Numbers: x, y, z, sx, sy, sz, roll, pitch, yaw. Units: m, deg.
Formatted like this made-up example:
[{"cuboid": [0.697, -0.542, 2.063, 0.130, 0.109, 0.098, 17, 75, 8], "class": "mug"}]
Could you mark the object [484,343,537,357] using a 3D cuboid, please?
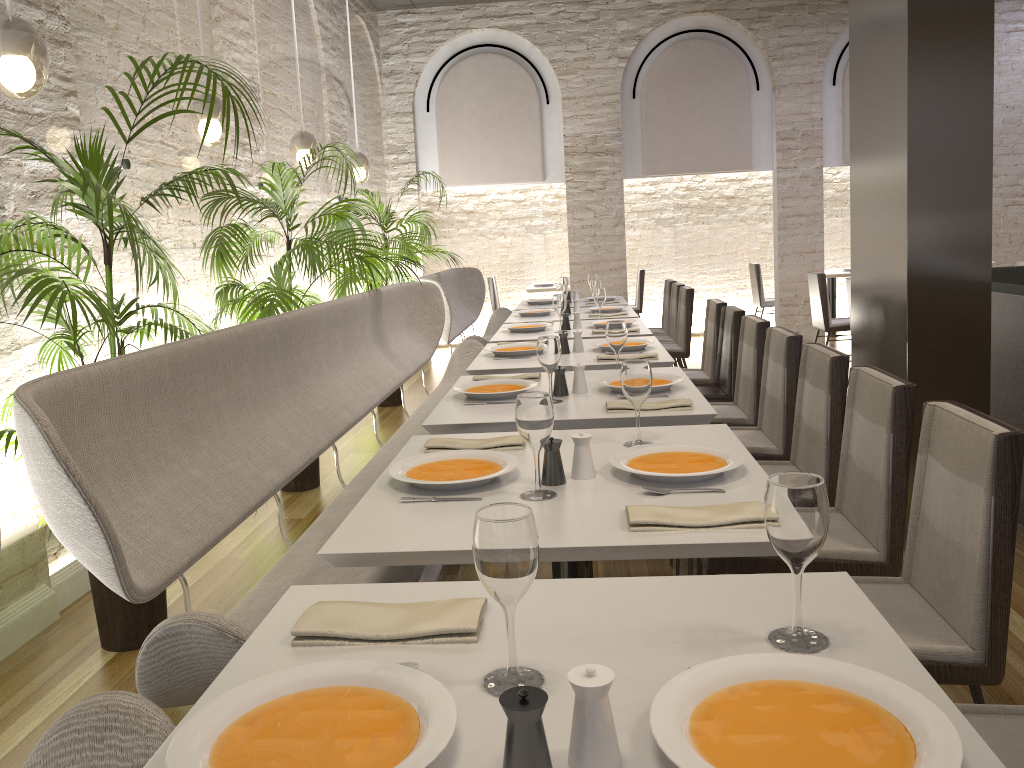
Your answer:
[{"cuboid": [0.020, -0.168, 4.472, 0.322, 0.036, 0.323, -6, 10, -17], "class": "object"}]

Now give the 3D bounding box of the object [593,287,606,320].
[{"cuboid": [0.577, -0.515, 5.806, 0.086, 0.230, 0.086, 2, 9, 34], "class": "object"}]

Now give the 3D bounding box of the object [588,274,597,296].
[{"cuboid": [0.731, -0.881, 8.009, 0.086, 0.230, 0.086, 2, 9, 34], "class": "object"}]

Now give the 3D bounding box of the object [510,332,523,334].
[{"cuboid": [0.080, -0.311, 5.399, 0.185, 0.010, 0.017, -2, 9, 4], "class": "object"}]

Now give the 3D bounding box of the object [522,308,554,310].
[{"cuboid": [0.215, -0.584, 7.010, 0.273, 0.033, 0.143, -2, 9, 4], "class": "object"}]

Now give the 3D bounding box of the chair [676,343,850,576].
[{"cuboid": [0.851, 0.337, 3.093, 0.565, 0.901, 0.414, -3, 7, 4], "class": "chair"}]

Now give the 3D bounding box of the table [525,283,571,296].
[{"cuboid": [0.675, -0.812, 10.676, 0.936, 0.756, 1.016, -2, 8, 4], "class": "table"}]

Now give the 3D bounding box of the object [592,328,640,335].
[{"cuboid": [0.606, -0.308, 5.182, 0.273, 0.033, 0.143, -2, 9, 4], "class": "object"}]

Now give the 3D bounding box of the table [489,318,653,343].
[{"cuboid": [0.389, 0.027, 5.607, 0.936, 0.756, 1.016, -2, 8, 4], "class": "table"}]

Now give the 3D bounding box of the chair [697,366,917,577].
[{"cuboid": [0.812, 0.430, 2.535, 0.565, 0.901, 0.414, -3, 7, 4], "class": "chair"}]

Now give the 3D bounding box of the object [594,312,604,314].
[{"cuboid": [0.691, -0.517, 6.449, 0.181, 0.015, 0.038, -2, 9, 6], "class": "object"}]

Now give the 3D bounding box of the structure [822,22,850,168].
[{"cuboid": [4.098, -3.199, 9.419, 1.633, 1.666, 0.098, -2, 7, 4], "class": "structure"}]

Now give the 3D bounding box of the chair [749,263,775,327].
[{"cuboid": [3.119, -0.984, 10.477, 0.565, 0.901, 0.414, -3, 7, 4], "class": "chair"}]

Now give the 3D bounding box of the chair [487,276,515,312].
[{"cuboid": [0.015, -0.855, 10.711, 0.565, 0.901, 0.414, -3, 7, 4], "class": "chair"}]

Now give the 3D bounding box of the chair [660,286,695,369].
[{"cuboid": [1.108, -0.274, 6.773, 0.565, 0.901, 0.414, -3, 7, 4], "class": "chair"}]

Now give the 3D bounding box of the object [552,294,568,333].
[{"cuboid": [0.292, -0.429, 5.377, 0.086, 0.230, 0.086, 2, 9, 34], "class": "object"}]

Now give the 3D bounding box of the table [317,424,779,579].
[{"cuboid": [0.150, 0.594, 2.191, 0.936, 0.756, 1.016, -2, 8, 4], "class": "table"}]

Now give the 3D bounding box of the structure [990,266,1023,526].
[{"cuboid": [3.115, 0.603, 0.409, 2.371, 0.995, 10.809, -2, 9, 4], "class": "structure"}]

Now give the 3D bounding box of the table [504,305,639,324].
[{"cuboid": [0.465, -0.155, 6.699, 0.936, 0.756, 1.016, -2, 8, 4], "class": "table"}]

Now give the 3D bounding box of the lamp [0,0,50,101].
[{"cuboid": [-1.508, -1.845, 2.498, 0.178, 2.031, 0.178, 0, 8, 25], "class": "lamp"}]

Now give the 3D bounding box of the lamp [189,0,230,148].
[{"cuboid": [-1.411, -2.076, 3.887, 0.178, 2.031, 0.178, -4, 7, -11], "class": "lamp"}]

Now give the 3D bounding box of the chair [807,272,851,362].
[{"cuboid": [2.933, -0.541, 7.813, 0.565, 0.901, 0.414, -3, 7, 4], "class": "chair"}]

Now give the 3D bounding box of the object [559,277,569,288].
[{"cuboid": [0.445, -0.795, 7.579, 0.086, 0.230, 0.086, 2, 9, 34], "class": "object"}]

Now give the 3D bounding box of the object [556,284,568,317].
[{"cuboid": [0.368, -0.610, 6.463, 0.086, 0.230, 0.086, 2, 9, 34], "class": "object"}]

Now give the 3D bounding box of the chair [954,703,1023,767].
[{"cuboid": [0.732, 0.620, 1.391, 0.565, 0.901, 0.414, -3, 7, 4], "class": "chair"}]

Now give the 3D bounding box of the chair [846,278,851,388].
[{"cuboid": [2.854, -0.355, 6.689, 0.565, 0.901, 0.414, -3, 7, 4], "class": "chair"}]

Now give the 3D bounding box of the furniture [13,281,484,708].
[{"cuboid": [-0.502, 0.199, 3.792, 0.708, 1.091, 4.501, -2, 9, 4], "class": "furniture"}]

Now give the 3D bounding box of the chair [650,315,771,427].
[{"cuboid": [0.931, 0.146, 4.242, 0.565, 0.901, 0.414, -3, 7, 4], "class": "chair"}]

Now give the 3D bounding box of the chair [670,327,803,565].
[{"cuboid": [0.892, 0.240, 3.679, 0.565, 0.901, 0.414, -3, 7, 4], "class": "chair"}]

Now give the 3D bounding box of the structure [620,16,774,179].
[{"cuboid": [1.986, -3.111, 9.578, 1.633, 1.666, 0.098, -2, 7, 4], "class": "structure"}]

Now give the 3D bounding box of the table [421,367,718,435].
[{"cuboid": [0.231, 0.403, 3.341, 0.936, 0.756, 1.016, -2, 8, 4], "class": "table"}]

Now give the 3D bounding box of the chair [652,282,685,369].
[{"cuboid": [1.146, -0.367, 7.328, 0.565, 0.901, 0.414, -3, 7, 4], "class": "chair"}]

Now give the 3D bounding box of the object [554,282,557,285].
[{"cuboid": [0.425, -1.241, 10.986, 0.273, 0.033, 0.143, -2, 9, 4], "class": "object"}]

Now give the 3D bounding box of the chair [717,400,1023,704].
[{"cuboid": [0.773, 0.522, 1.979, 0.565, 0.901, 0.414, -3, 7, 4], "class": "chair"}]

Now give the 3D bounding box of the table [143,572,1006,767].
[{"cuboid": [0.070, 0.786, 1.038, 0.936, 0.756, 1.016, -2, 8, 4], "class": "table"}]

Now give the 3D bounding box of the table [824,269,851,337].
[{"cuboid": [3.765, -0.940, 10.443, 0.936, 0.756, 1.016, -2, 8, 4], "class": "table"}]

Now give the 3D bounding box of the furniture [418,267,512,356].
[{"cuboid": [-0.247, -0.405, 7.432, 0.707, 1.091, 2.599, -3, 9, 4], "class": "furniture"}]

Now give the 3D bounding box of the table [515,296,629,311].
[{"cuboid": [0.544, -0.343, 7.828, 0.936, 0.756, 1.016, -2, 8, 4], "class": "table"}]

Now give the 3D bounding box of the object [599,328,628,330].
[{"cuboid": [0.615, -0.336, 5.357, 0.181, 0.015, 0.038, -2, 9, 6], "class": "object"}]

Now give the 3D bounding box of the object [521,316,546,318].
[{"cuboid": [0.157, -0.493, 6.492, 0.185, 0.010, 0.017, -2, 9, 4], "class": "object"}]

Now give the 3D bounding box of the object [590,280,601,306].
[{"cuboid": [0.653, -0.695, 6.893, 0.086, 0.230, 0.086, 2, 9, 34], "class": "object"}]

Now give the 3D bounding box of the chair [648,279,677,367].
[{"cuboid": [1.186, -0.462, 7.899, 0.565, 0.901, 0.414, -3, 7, 4], "class": "chair"}]

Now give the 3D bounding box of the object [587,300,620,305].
[{"cuboid": [0.761, -0.677, 7.403, 0.273, 0.033, 0.143, -2, 9, 4], "class": "object"}]

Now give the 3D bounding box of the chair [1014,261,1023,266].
[{"cuboid": [4.240, -0.596, 7.715, 0.565, 0.901, 0.414, -3, 7, 4], "class": "chair"}]

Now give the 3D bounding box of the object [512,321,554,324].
[{"cuboid": [0.139, -0.402, 5.917, 0.273, 0.033, 0.143, -2, 9, 4], "class": "object"}]

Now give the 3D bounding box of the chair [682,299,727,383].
[{"cuboid": [1.010, -0.043, 5.377, 0.565, 0.901, 0.414, -3, 7, 4], "class": "chair"}]

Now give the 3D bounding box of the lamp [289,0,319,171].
[{"cuboid": [-1.313, -2.309, 5.289, 0.178, 2.031, 0.178, -5, 7, -16], "class": "lamp"}]

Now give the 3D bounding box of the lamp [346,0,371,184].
[{"cuboid": [-1.217, -2.537, 6.662, 0.178, 2.031, 0.178, -5, 7, -16], "class": "lamp"}]

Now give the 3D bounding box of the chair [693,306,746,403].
[{"cuboid": [0.972, 0.049, 4.825, 0.565, 0.901, 0.414, -3, 7, 4], "class": "chair"}]

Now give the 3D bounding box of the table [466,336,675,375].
[{"cuboid": [0.312, 0.210, 4.500, 0.936, 0.756, 1.016, -2, 8, 4], "class": "table"}]

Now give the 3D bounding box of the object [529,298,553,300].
[{"cuboid": [0.294, -0.771, 8.139, 0.273, 0.033, 0.143, -2, 9, 4], "class": "object"}]

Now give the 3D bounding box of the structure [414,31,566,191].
[{"cuboid": [-0.266, -3.018, 9.748, 1.633, 1.666, 0.098, -2, 7, 4], "class": "structure"}]

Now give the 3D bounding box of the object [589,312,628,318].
[{"cuboid": [0.683, -0.489, 6.274, 0.273, 0.033, 0.143, -2, 9, 4], "class": "object"}]

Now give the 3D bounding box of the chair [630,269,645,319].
[{"cuboid": [1.322, -0.909, 10.613, 0.565, 0.901, 0.414, -3, 7, 4], "class": "chair"}]
